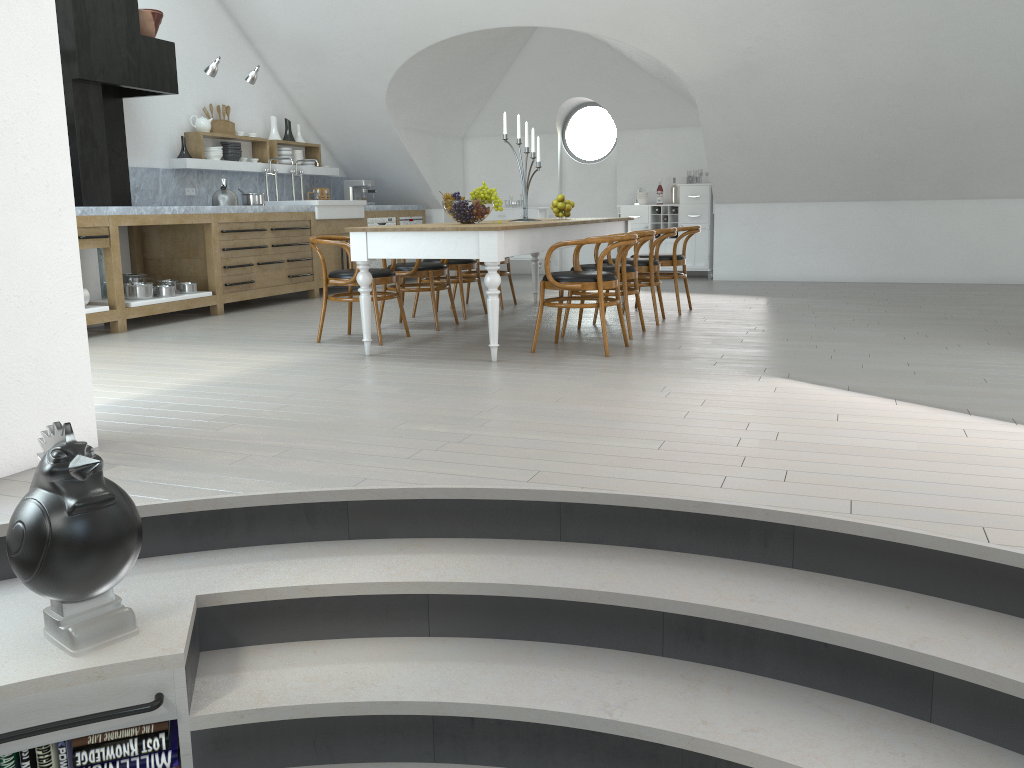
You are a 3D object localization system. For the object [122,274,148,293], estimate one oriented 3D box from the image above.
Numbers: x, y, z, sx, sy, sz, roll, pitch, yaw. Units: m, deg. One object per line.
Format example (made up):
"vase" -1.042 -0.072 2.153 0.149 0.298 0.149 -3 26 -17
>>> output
"object" -3.465 -0.899 7.864 0.456 0.196 0.269 -8 13 -34

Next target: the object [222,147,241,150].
"object" -2.921 -2.426 9.229 0.205 0.072 0.207 1 11 8

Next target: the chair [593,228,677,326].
"chair" 0.972 -0.848 6.928 0.621 0.731 0.530 2 11 16

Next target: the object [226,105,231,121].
"object" -2.949 -2.737 9.202 0.039 0.296 0.068 3 10 21

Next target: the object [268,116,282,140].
"object" -2.661 -2.860 9.921 0.156 0.267 0.157 1 10 10

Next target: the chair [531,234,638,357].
"chair" 0.478 -0.572 5.580 0.622 0.731 0.529 4 11 24

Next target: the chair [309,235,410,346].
"chair" -1.098 -0.674 6.230 0.621 0.731 0.530 3 11 21

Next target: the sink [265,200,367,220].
"sink" -2.173 -1.926 9.817 0.727 0.201 1.025 3 12 21

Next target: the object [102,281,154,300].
"object" -3.121 -0.768 7.262 0.378 0.163 0.224 1 11 10

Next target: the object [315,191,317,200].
"object" -2.339 -2.217 10.595 0.019 0.178 0.044 -3 10 -14

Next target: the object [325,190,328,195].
"object" -2.266 -2.274 10.811 0.040 0.191 0.042 -4 10 -18

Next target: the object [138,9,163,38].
"object" -3.122 -3.011 7.466 0.367 0.235 0.349 7 14 38

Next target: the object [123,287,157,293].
"object" -3.178 -0.806 7.552 0.508 0.052 0.265 -1 11 -2

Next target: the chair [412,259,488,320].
"chair" -0.581 -0.948 7.568 0.622 0.731 0.529 4 11 24

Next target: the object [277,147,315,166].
"object" -2.516 -2.625 10.283 0.198 0.195 0.660 3 12 20

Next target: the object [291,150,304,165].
"object" -2.493 -2.626 10.275 0.158 0.159 0.154 -10 14 -40

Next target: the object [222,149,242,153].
"object" -2.916 -2.404 9.230 0.205 0.086 0.206 -6 12 -26

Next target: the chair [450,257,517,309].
"chair" -0.315 -1.084 8.230 0.621 0.731 0.530 2 11 17

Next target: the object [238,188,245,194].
"object" -2.622 -1.860 8.800 0.236 0.166 0.051 2 10 16

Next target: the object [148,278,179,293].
"object" -3.063 -0.870 7.832 0.182 0.133 0.309 -11 15 -44

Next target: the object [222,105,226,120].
"object" -2.969 -2.725 9.143 0.019 0.298 0.057 3 10 21

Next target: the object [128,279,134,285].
"object" -3.033 -0.785 7.192 0.051 0.151 0.191 3 11 21

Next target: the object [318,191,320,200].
"object" -2.322 -2.224 10.628 0.044 0.178 0.020 0 10 6

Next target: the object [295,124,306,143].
"object" -2.493 -2.928 10.376 0.156 0.217 0.157 -1 10 2

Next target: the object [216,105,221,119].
"object" -2.999 -2.720 9.118 0.040 0.298 0.061 2 10 18

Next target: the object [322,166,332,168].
"object" -2.312 -2.650 10.850 0.213 0.025 0.214 1 11 8

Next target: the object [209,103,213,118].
"object" -3.042 -2.698 9.008 0.027 0.298 0.055 3 10 21

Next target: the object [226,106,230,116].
"object" -2.952 -2.745 9.243 0.030 0.292 0.058 3 10 21

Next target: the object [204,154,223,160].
"object" -3.022 -2.293 8.979 0.181 0.063 0.181 9 15 43

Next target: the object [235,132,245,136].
"object" -2.877 -2.643 9.384 0.098 0.048 0.099 3 11 18

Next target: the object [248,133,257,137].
"object" -2.800 -2.683 9.582 0.098 0.048 0.099 3 11 18

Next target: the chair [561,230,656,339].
"chair" 0.699 -0.712 6.264 0.621 0.731 0.530 3 11 21

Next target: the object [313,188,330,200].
"object" -2.315 -2.277 10.792 0.104 0.222 0.201 3 11 21

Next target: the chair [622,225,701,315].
"chair" 1.294 -0.981 7.569 0.622 0.731 0.529 4 11 23

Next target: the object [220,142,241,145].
"object" -2.927 -2.479 9.223 0.205 0.079 0.206 4 12 23

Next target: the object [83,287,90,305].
"object" -3.428 -0.639 6.427 0.429 0.230 0.530 3 12 18

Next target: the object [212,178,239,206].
"object" -2.729 -1.821 8.412 0.246 0.266 0.247 5 12 30

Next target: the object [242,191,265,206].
"object" -2.562 -1.848 8.866 0.232 0.169 0.396 -1 11 1

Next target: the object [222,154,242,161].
"object" -2.921 -2.351 9.239 0.205 0.072 0.207 1 11 8

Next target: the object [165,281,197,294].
"object" -2.858 -0.840 7.706 0.261 0.112 0.154 3 11 20

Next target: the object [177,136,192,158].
"object" -3.184 -2.296 8.603 0.156 0.217 0.157 -1 10 2

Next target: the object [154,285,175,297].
"object" -2.945 -0.782 7.420 0.261 0.112 0.154 1 11 10

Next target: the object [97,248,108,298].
"object" -3.433 -0.985 7.486 0.231 0.496 0.231 -6 11 -27

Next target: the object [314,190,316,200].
"object" -2.355 -2.228 10.605 0.019 0.195 0.022 1 10 9

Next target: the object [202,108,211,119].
"object" -3.053 -2.674 8.977 0.016 0.257 0.200 5 12 31

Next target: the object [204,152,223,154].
"object" -3.022 -2.315 8.975 0.181 0.065 0.182 -8 13 -31

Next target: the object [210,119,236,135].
"object" -2.989 -2.642 9.127 0.084 0.157 0.355 3 12 21

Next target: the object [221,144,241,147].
"object" -2.923 -2.452 9.229 0.206 0.083 0.206 -11 15 -41

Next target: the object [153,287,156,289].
"object" -3.057 -0.818 7.581 0.041 0.045 0.248 3 12 19

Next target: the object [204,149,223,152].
"object" -3.022 -2.339 8.973 0.181 0.069 0.181 8 14 38

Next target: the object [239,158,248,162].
"object" -2.866 -2.382 9.443 0.098 0.048 0.099 3 11 18

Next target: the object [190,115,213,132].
"object" -3.091 -2.588 8.838 0.174 0.168 0.168 0 10 4

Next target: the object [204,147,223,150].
"object" -3.022 -2.367 8.970 0.181 0.076 0.181 -8 13 -31

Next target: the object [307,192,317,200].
"object" -2.383 -2.209 10.588 0.100 0.170 0.173 3 11 22

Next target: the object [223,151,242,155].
"object" -2.922 -2.377 9.234 0.205 0.086 0.206 -8 13 -31

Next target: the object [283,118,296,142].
"object" -2.564 -2.909 10.162 0.156 0.267 0.157 4 11 25

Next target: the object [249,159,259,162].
"object" -2.798 -2.419 9.620 0.098 0.048 0.099 3 11 18

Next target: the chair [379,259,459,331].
"chair" -0.784 -0.807 6.876 0.621 0.731 0.530 2 11 17
